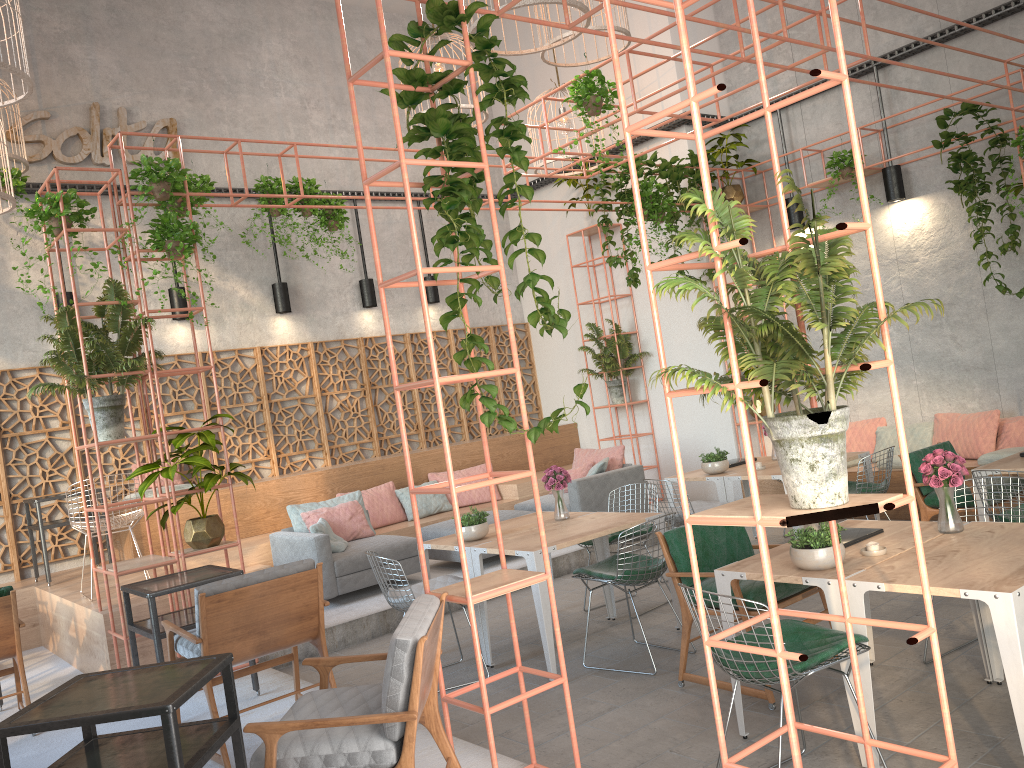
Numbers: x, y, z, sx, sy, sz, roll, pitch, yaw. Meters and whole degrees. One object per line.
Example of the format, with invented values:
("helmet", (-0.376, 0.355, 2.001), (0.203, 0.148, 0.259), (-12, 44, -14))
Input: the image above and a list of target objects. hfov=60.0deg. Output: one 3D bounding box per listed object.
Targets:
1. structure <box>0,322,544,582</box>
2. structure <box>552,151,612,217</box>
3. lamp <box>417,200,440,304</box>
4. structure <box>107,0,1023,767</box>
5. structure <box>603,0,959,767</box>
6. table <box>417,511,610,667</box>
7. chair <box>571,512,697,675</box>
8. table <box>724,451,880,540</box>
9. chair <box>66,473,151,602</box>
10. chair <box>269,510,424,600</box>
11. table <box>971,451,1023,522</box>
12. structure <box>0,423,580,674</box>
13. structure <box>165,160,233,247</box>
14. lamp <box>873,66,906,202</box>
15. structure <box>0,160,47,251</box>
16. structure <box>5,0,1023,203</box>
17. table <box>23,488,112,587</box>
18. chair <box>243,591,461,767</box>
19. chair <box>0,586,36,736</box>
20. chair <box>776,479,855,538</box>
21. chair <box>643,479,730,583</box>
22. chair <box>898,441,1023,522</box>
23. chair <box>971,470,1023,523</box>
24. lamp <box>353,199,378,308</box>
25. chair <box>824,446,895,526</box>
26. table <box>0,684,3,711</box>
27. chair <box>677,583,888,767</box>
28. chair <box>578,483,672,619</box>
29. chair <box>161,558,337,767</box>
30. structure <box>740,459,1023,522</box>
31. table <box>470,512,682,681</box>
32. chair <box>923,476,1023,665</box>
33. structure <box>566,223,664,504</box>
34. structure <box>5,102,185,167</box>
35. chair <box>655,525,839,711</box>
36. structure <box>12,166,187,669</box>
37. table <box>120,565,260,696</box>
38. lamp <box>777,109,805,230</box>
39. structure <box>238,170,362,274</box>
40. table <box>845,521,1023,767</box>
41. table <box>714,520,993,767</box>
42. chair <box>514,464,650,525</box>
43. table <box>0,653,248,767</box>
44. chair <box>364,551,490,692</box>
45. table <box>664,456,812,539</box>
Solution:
("structure", (-2.871, 0.600, 10.538), (9.782, 2.103, 0.132), (-8, -1, -38))
("structure", (0.904, -2.546, 11.375), (0.903, 0.803, 0.934), (-9, -1, 23))
("lamp", (-1.176, -1.806, 12.050), (0.179, 1.436, 0.185), (-8, -1, -38))
("structure", (3.857, -1.037, 9.122), (14.096, 4.345, 4.501), (-8, -1, -39))
("structure", (0.872, -0.072, 2.973), (0.424, 3.602, 0.624), (-8, -1, -38))
("table", (0.030, 1.493, 6.692), (1.205, 0.830, 0.694), (-8, -1, -38))
("chair", (0.771, 1.322, 5.764), (0.565, 0.941, 0.717), (-8, -1, -42))
("table", (2.587, 1.115, 7.836), (1.214, 0.830, 0.694), (-8, -1, -38))
("chair", (-3.239, 1.202, 7.142), (0.565, 0.941, 0.717), (-8, -1, -29))
("chair", (-1.580, 1.610, 8.530), (1.127, 0.586, 1.056), (-8, -1, -38))
("table", (3.879, 0.895, 6.161), (1.205, 0.830, 0.694), (-8, -1, -38))
("structure", (-1.928, 1.497, 9.027), (9.152, 1.111, 3.396), (-8, -1, -38))
("structure", (-3.385, -1.890, 9.444), (0.605, 0.972, 0.587), (-8, -1, -40))
("lamp", (3.922, -2.631, 9.304), (0.185, 1.425, 0.179), (-8, -1, -38))
("structure", (-4.777, -1.690, 8.340), (0.605, 0.972, 0.587), (-8, -1, -40))
("structure", (3.441, -3.345, 6.192), (15.203, 0.110, 15.603), (-8, -1, -38))
("table", (-4.202, 1.441, 8.423), (0.602, 0.798, 0.635), (-8, -1, -38))
("chair", (-0.523, 1.306, 3.167), (0.685, 0.914, 0.722), (-9, -1, 2))
("chair", (-3.457, 1.780, 5.533), (0.722, 0.929, 0.685), (-8, -1, -38))
("chair", (3.009, 1.018, 8.813), (0.717, 0.941, 0.565), (-8, -1, -37))
("chair", (1.568, 1.224, 7.660), (0.717, 0.941, 0.565), (-8, -1, -22))
("chair", (3.509, 0.919, 6.796), (0.722, 0.917, 0.685), (-8, -1, -38))
("chair", (3.287, 0.932, 5.440), (0.717, 0.941, 0.565), (-8, -1, -22))
("lamp", (-1.938, -1.697, 11.445), (0.185, 1.436, 0.185), (-9, -1, 3))
("chair", (2.901, 1.017, 7.453), (0.565, 0.941, 0.717), (-8, -1, -42))
("table", (-3.978, 1.932, 6.208), (0.602, 0.798, 0.635), (-8, -1, -38))
("chair", (1.131, 1.241, 3.707), (0.717, 0.941, 0.565), (-8, -1, -22))
("chair", (0.880, 1.323, 7.124), (0.717, 0.941, 0.565), (-8, -1, -37))
("chair", (-1.394, 1.453, 4.760), (0.722, 0.929, 0.685), (-8, -1, -38))
("structure", (6.307, 0.759, 10.456), (5.831, 0.500, 4.386), (-8, -1, -38))
("table", (0.456, 1.421, 6.149), (1.214, 0.830, 0.694), (-8, -1, -38))
("chair", (2.571, 1.034, 4.860), (0.717, 0.941, 0.565), (-8, -1, -37))
("structure", (1.328, -0.238, 11.488), (0.424, 3.596, 0.624), (-8, -1, -38))
("structure", (-4.540, -2.722, 9.671), (1.807, 0.695, 0.087), (-8, -1, -38))
("chair", (1.352, 1.229, 5.063), (0.722, 0.917, 0.685), (-8, -1, -38))
("structure", (-2.853, 0.338, 6.065), (0.722, 3.623, 0.748), (-8, -1, -38))
("table", (-2.047, 1.628, 5.628), (0.602, 0.798, 0.635), (-8, -1, -38))
("lamp", (3.186, -2.506, 10.254), (0.185, 1.425, 0.179), (-8, -1, -38))
("structure", (-2.439, -1.866, 10.113), (1.434, 1.290, 0.670), (-8, -1, -38))
("table", (2.151, 1.144, 3.883), (1.214, 0.830, 0.694), (-8, -1, -38))
("table", (1.724, 1.217, 4.428), (1.205, 0.830, 0.694), (-8, -1, -38))
("chair", (0.760, 1.311, 9.863), (1.052, 0.672, 1.127), (-8, -1, -38))
("table", (-1.354, 1.490, 3.187), (0.635, 0.798, 0.602), (-9, -1, 2))
("chair", (-0.561, 1.530, 5.971), (0.717, 0.941, 0.565), (-8, -1, -22))
("table", (2.160, 1.188, 8.381), (1.205, 0.830, 0.694), (-8, -1, -38))
